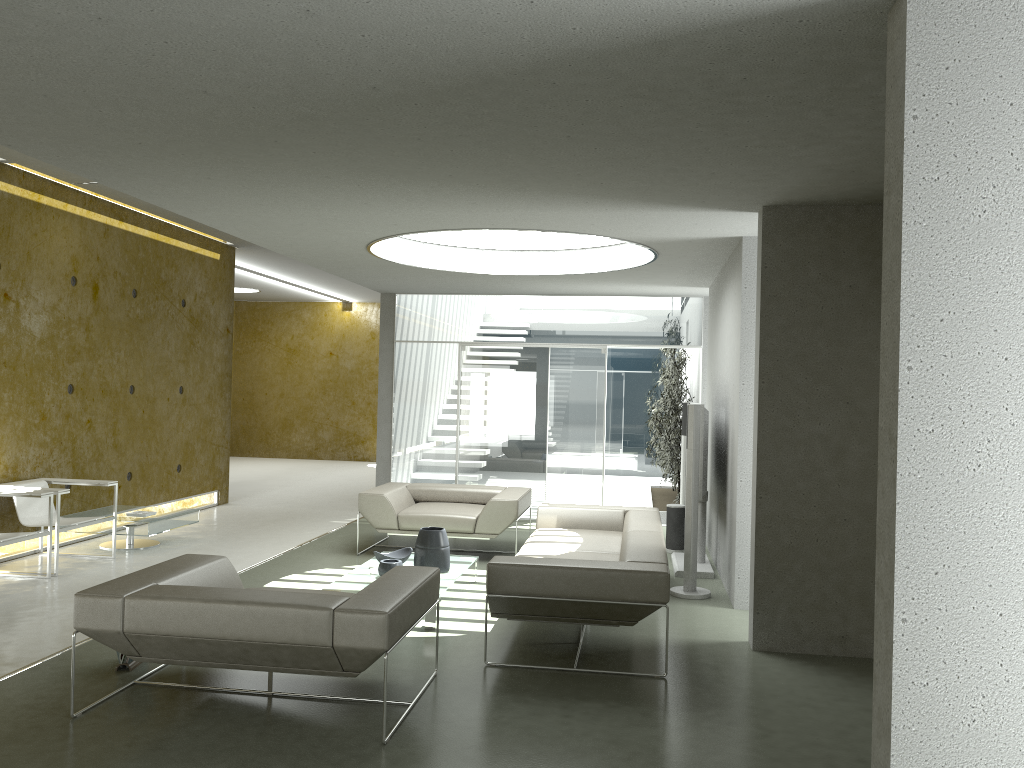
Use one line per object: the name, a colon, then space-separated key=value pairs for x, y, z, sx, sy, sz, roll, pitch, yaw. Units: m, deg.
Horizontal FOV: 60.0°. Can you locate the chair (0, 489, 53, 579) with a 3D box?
chair: x=-3.966 y=1.154 z=6.519 sx=0.710 sy=0.667 sz=0.800 roll=1 pitch=0 yaw=8

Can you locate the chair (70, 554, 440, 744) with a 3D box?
chair: x=-1.193 y=1.250 z=4.417 sx=1.481 sy=0.583 sz=1.039 roll=1 pitch=0 yaw=8

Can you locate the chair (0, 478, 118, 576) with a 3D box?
chair: x=-3.844 y=1.164 z=7.367 sx=0.710 sy=0.667 sz=0.800 roll=1 pitch=0 yaw=8

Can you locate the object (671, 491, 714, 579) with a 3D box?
object: x=1.607 y=1.295 z=7.907 sx=0.323 sy=0.689 sz=0.882 roll=1 pitch=0 yaw=8

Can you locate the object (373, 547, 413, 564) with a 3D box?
object: x=-0.895 y=1.304 z=6.661 sx=0.223 sy=0.125 sz=0.317 roll=1 pitch=-1 yaw=45

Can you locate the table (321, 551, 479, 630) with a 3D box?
table: x=-0.769 y=1.468 z=6.453 sx=0.790 sy=0.200 sz=1.500 roll=1 pitch=0 yaw=8

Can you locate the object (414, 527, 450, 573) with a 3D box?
object: x=-0.586 y=1.218 z=6.516 sx=0.265 sy=0.309 sz=0.265 roll=2 pitch=0 yaw=-9

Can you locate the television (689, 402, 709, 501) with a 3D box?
television: x=1.679 y=0.562 z=7.905 sx=0.127 sy=0.781 sz=1.603 roll=1 pitch=0 yaw=8

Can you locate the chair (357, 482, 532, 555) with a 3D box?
chair: x=-0.610 y=1.297 z=8.474 sx=1.481 sy=0.583 sz=1.039 roll=1 pitch=0 yaw=8

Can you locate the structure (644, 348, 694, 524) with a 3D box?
structure: x=2.145 y=0.391 z=12.121 sx=0.646 sy=2.589 sz=3.371 roll=1 pitch=0 yaw=8

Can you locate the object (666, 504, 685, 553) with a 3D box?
object: x=1.597 y=1.414 z=8.673 sx=0.175 sy=0.461 sz=0.185 roll=1 pitch=0 yaw=3

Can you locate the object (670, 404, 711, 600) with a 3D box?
object: x=1.392 y=0.890 z=6.840 sx=0.310 sy=1.469 sz=0.310 roll=2 pitch=0 yaw=-15

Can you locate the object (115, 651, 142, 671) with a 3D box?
object: x=-2.076 y=1.378 z=4.848 sx=0.216 sy=0.288 sz=0.329 roll=1 pitch=0 yaw=-2

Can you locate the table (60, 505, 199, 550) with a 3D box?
table: x=-3.587 y=1.362 z=8.338 sx=0.900 sy=0.300 sz=0.900 roll=1 pitch=0 yaw=8

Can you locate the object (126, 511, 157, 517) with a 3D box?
object: x=-3.419 y=1.201 z=8.184 sx=0.197 sy=0.029 sz=0.189 roll=1 pitch=0 yaw=8

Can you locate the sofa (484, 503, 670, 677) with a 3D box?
sofa: x=0.540 y=1.306 z=6.263 sx=1.037 sy=0.585 sz=2.791 roll=1 pitch=0 yaw=8

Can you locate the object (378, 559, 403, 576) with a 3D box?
object: x=-0.857 y=1.308 z=6.267 sx=0.177 sy=0.113 sz=0.177 roll=2 pitch=0 yaw=-11

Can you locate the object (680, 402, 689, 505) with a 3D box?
object: x=1.777 y=0.917 z=9.046 sx=0.310 sy=1.469 sz=0.310 roll=1 pitch=-1 yaw=35
